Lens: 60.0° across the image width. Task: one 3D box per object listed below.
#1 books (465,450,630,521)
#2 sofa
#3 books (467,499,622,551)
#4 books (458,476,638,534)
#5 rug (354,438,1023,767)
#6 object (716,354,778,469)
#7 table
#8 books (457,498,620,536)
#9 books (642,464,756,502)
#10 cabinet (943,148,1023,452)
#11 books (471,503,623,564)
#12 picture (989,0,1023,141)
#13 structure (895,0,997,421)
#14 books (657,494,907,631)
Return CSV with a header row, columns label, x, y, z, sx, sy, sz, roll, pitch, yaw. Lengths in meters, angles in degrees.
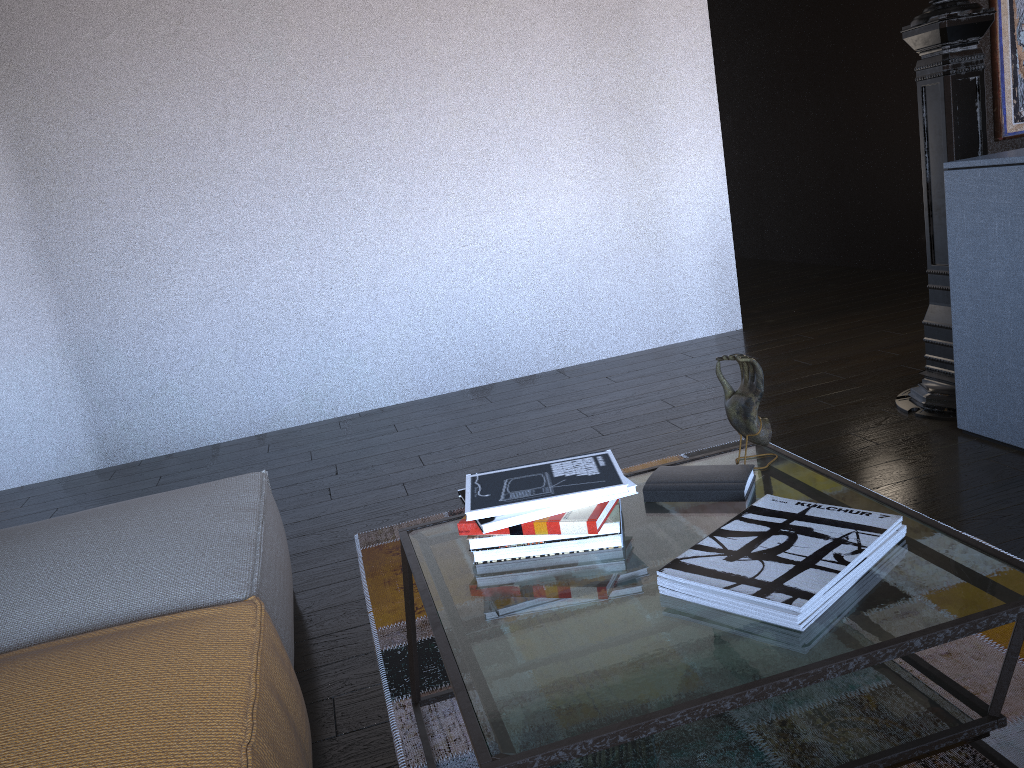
label,x,y,z,sx,sy,sz,roll,pitch,yaw
books,0.053,0.170,1.518,0.268,0.014,0.196,-10,13,-1
sofa,-0.129,0.509,0.954,2.535,0.698,3.297,-13,13,-12
books,0.060,0.222,1.533,0.251,0.023,0.208,-8,13,7
books,0.055,0.184,1.521,0.268,0.014,0.196,-13,13,-13
rug,0.456,0.539,1.829,1.431,0.013,2.361,-12,13,-12
object,0.436,0.044,1.671,0.099,0.223,0.093,-3,15,27
table,0.272,0.447,1.417,0.842,0.389,0.847,-12,13,-12
books,0.054,0.207,1.506,0.239,0.023,0.190,-4,14,22
books,0.341,0.177,1.610,0.182,0.029,0.129,-4,14,25
cabinet,1.990,-0.049,1.372,0.607,0.845,2.957,-12,13,-12
books,0.066,0.243,1.538,0.247,0.024,0.208,-8,13,7
picture,3.017,-2.172,4.972,0.780,1.472,0.067,-12,13,-11
structure,-1.910,-0.061,0.817,8.507,2.397,0.481,-17,15,-30
books,0.389,0.244,1.272,0.308,0.038,0.225,-21,17,-41
